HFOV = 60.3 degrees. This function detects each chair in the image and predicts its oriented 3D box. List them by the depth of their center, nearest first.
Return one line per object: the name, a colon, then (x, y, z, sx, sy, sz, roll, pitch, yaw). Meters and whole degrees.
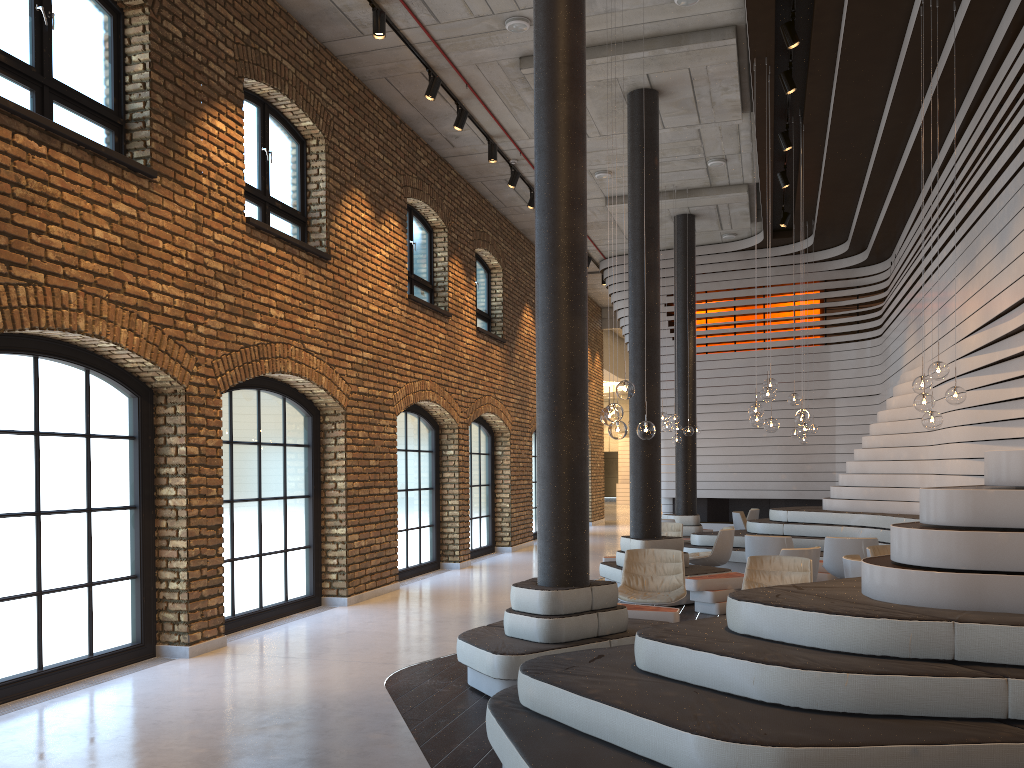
chair: (2.224, 1.873, 7.502, 0.660, 0.766, 0.708, -2, -3, 33)
chair: (3.225, 1.873, 7.585, 0.713, 0.766, 0.656, -1, -2, 16)
chair: (1.307, 1.952, 8.247, 0.659, 0.766, 0.709, -1, -2, 17)
chair: (3.780, 1.951, 8.443, 0.653, 0.766, 0.715, 1, -2, -29)
chair: (2.714, 1.997, 8.823, 0.653, 0.766, 0.716, 1, -3, -33)
chair: (3.870, 2.105, 10.039, 0.660, 0.766, 0.709, -1, -2, 24)
chair: (3.080, 2.143, 10.367, 0.661, 0.766, 0.707, -2, -3, 37)
chair: (2.540, 2.257, 11.494, 0.713, 0.766, 0.655, -1, -2, 20)
chair: (2.081, 2.353, 12.450, 0.661, 0.766, 0.707, -2, -3, 34)
chair: (2.497, 2.489, 13.886, 0.707, 0.766, 0.661, 1, -3, -36)
chair: (4.256, 2.638, 15.565, 0.713, 0.766, 0.655, -1, -2, 21)
chair: (4.326, 2.749, 16.717, 0.713, 0.766, 0.655, -1, -2, 19)

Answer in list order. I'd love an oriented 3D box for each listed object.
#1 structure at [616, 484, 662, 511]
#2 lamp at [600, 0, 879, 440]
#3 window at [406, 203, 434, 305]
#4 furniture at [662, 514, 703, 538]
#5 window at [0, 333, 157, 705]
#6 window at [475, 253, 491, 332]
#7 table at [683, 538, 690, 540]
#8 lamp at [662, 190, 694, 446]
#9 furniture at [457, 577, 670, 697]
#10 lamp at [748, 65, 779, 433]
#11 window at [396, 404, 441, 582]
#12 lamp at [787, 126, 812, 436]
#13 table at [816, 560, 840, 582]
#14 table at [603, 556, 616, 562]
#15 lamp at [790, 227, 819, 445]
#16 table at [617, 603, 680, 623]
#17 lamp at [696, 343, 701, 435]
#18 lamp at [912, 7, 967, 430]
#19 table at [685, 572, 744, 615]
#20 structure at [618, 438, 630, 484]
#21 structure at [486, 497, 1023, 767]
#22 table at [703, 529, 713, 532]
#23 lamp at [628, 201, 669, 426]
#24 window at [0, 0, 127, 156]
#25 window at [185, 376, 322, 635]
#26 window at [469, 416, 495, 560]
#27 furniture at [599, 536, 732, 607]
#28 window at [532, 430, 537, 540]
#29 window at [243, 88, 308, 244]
structure: (6.084, 4.392, 34.495, 2.547, 0.896, 7.534, 0, -5, -6)
lamp: (0.805, -2.366, 2.085, 9.065, 4.607, 41.917, -2, -6, 16)
window: (-1.441, -1.812, 12.550, 0.126, 1.450, 1.569, 0, -3, 16)
furniture: (2.864, 2.702, 15.869, 1.278, 0.721, 1.774, -1, -5, 12)
window: (-3.370, 0.920, 6.264, 0.130, 2.534, 2.352, 0, -2, 16)
window: (-0.644, -1.554, 15.274, 0.126, 1.450, 1.569, 0, -3, 16)
table: (2.781, 2.754, 14.611, 0.910, 0.370, 0.412, -3, -3, 24)
lamp: (2.712, -1.305, 14.426, 0.542, 4.628, 0.276, -1, 1, -22)
furniture: (0.274, 1.829, 6.646, 1.763, 0.721, 1.285, 3, -5, -38)
lamp: (2.772, -1.827, 9.714, 0.311, 4.741, 0.659, 0, 1, 25)
window: (-1.511, 1.520, 12.616, 0.130, 2.534, 2.352, 0, -2, 16)
lamp: (3.711, -1.662, 11.399, 0.294, 4.674, 0.543, 0, 1, 12)
table: (3.735, 2.400, 11.033, 0.411, 0.370, 0.913, 2, -5, -41)
table: (1.675, 2.486, 11.748, 0.907, 0.370, 0.414, -1, -3, 9)
lamp: (5.279, -1.238, 15.907, 0.548, 4.674, 0.291, 0, 1, 42)
table: (0.985, 2.083, 7.531, 0.909, 0.370, 0.413, -2, -3, 19)
lamp: (3.413, -1.097, 17.216, 0.542, 4.628, 0.276, -1, 1, -24)
lamp: (3.672, -1.945, 7.711, 0.529, 4.714, 0.334, -1, 1, -21)
table: (2.285, 2.266, 9.527, 0.901, 0.370, 0.417, 3, -4, -36)
structure: (6.523, 3.621, 36.736, 4.548, 2.863, 5.815, -2, -4, 16)
structure: (4.323, 2.121, 11.069, 5.788, 0.926, 18.226, -2, -6, 13)
table: (3.365, 2.977, 16.956, 0.904, 0.370, 0.415, 0, -3, -6)
lamp: (1.839, -1.590, 11.990, 0.545, 4.674, 0.293, 0, 1, 2)
window: (-3.300, -2.413, 6.197, 0.126, 1.450, 1.569, 0, -3, 16)
window: (-2.573, 1.177, 8.986, 0.130, 2.534, 2.352, 0, -2, 16)
window: (-1.577, 2.302, 20.674, 2.179, 2.524, 12.944, 0, -5, -14)
furniture: (1.892, 2.198, 10.590, 1.271, 0.721, 1.783, 0, -5, -13)
window: (0.383, 2.132, 19.088, 0.130, 2.534, 2.352, 0, -2, 16)
window: (-2.504, -2.155, 8.919, 0.126, 1.450, 1.569, 0, -3, 16)
